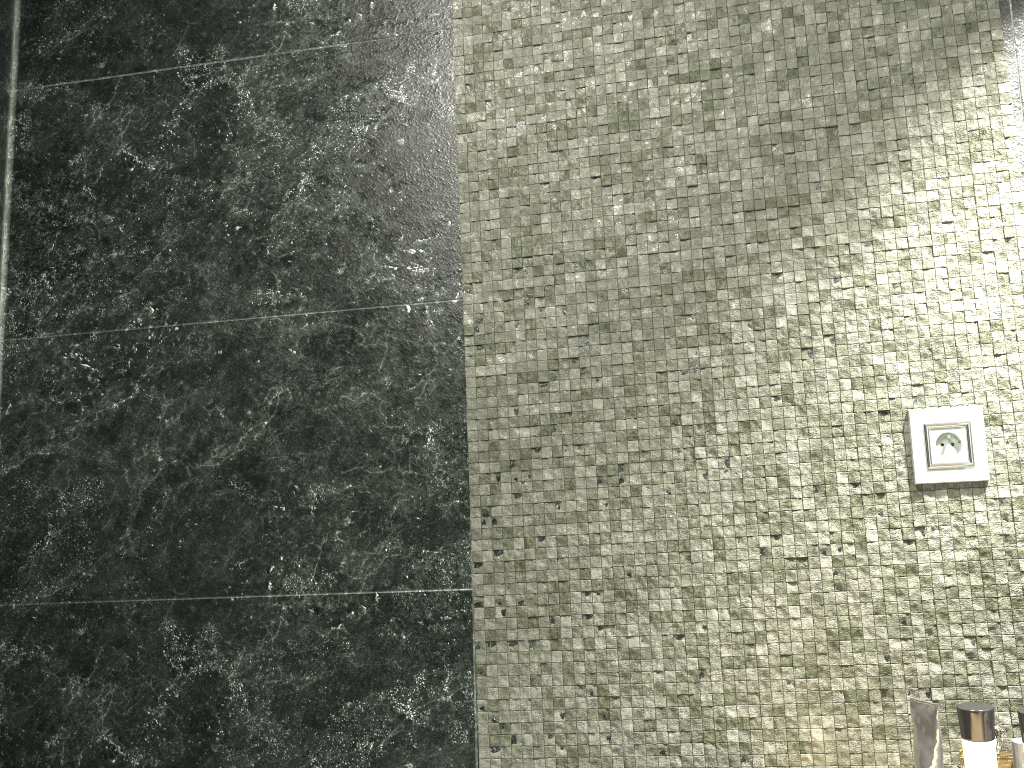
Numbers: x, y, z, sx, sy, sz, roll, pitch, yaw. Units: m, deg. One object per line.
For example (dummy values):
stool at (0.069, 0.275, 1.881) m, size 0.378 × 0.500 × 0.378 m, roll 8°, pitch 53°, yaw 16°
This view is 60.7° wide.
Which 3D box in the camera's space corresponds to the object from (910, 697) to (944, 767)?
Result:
object at (0.645, 0.574, 1.352) m, size 0.043 × 0.163 × 0.047 m, roll -5°, pitch -8°, yaw 20°

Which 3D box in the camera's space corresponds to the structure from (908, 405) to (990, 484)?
structure at (0.749, 0.104, 1.500) m, size 0.120 × 0.128 × 0.017 m, roll -3°, pitch -8°, yaw 9°

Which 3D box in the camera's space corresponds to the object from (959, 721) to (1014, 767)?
object at (0.729, 0.582, 1.333) m, size 0.080 × 0.133 × 0.059 m, roll -5°, pitch -8°, yaw 18°

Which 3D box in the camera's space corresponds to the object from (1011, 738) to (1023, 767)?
object at (0.783, 0.564, 1.286) m, size 0.082 × 0.153 × 0.032 m, roll -3°, pitch -8°, yaw 11°
